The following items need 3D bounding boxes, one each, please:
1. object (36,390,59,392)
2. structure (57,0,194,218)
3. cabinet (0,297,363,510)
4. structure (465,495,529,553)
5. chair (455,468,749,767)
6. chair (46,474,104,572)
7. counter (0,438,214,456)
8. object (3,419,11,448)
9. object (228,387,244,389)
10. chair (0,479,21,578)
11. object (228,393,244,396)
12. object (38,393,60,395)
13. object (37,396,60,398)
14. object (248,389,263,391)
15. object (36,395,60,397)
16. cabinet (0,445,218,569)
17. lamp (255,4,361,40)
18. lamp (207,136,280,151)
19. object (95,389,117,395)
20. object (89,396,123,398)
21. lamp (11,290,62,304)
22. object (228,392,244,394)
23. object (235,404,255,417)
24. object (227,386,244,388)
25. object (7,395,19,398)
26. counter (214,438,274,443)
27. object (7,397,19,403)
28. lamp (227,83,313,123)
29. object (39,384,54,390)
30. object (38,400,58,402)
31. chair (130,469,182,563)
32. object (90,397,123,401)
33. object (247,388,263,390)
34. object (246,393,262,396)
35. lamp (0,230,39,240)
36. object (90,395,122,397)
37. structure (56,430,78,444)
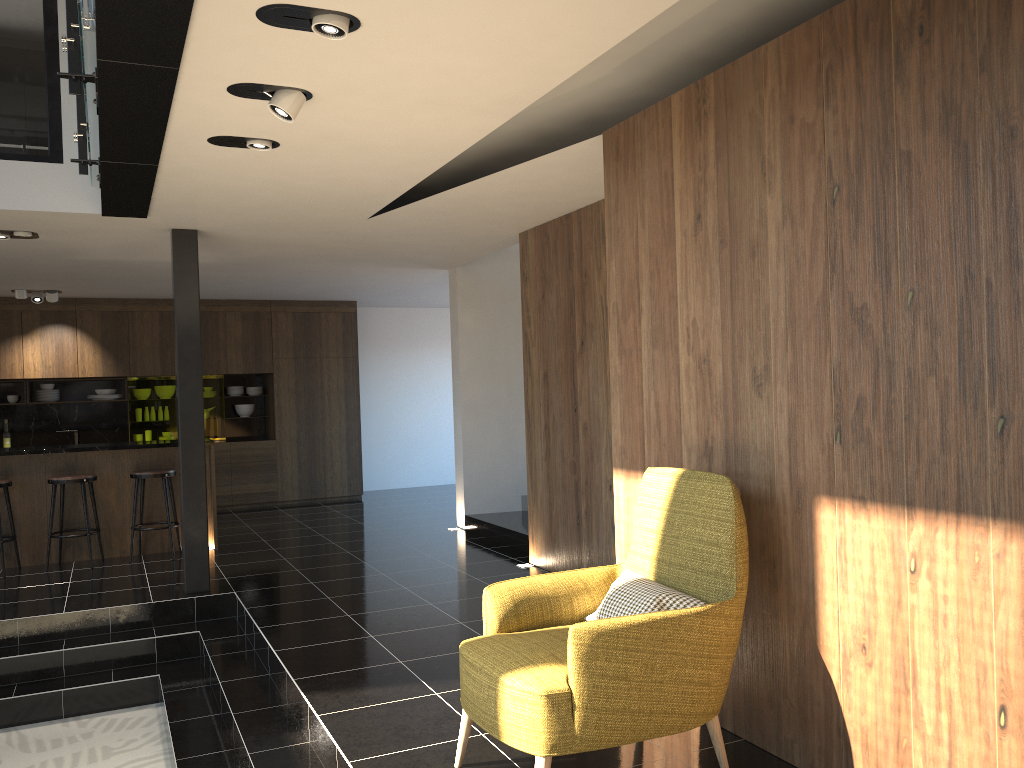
[{"bbox_3d":[-5.813,0.097,11.099,0.269,0.024,0.269,-2,0,14],"label":"object"},{"bbox_3d":[-2.238,0.042,2.133,3.447,4.869,7.280,-2,0,-25],"label":"structure"},{"bbox_3d":[-5.380,0.320,11.037,6.891,2.690,0.869,-2,0,-25],"label":"cabinet"},{"bbox_3d":[1.746,-0.090,6.457,1.963,3.018,6.663,-2,0,-25],"label":"structure"},{"bbox_3d":[0.332,0.896,3.303,1.030,1.097,0.807,-2,0,-26],"label":"chair"},{"bbox_3d":[-3.851,1.206,7.799,0.412,0.799,0.412,-2,0,-15],"label":"chair"},{"bbox_3d":[-4.582,0.612,7.958,3.573,0.041,0.698,-2,0,-25],"label":"counter"},{"bbox_3d":[-6.228,0.634,10.928,0.077,0.395,0.077,-2,1,17],"label":"object"},{"bbox_3d":[-3.734,0.065,11.961,0.220,0.033,0.220,-2,0,-15],"label":"object"},{"bbox_3d":[-4.451,1.225,7.524,0.412,0.799,0.412,-2,0,-15],"label":"chair"},{"bbox_3d":[-3.731,0.147,11.962,0.220,0.033,0.220,-2,0,-15],"label":"object"},{"bbox_3d":[-5.812,0.132,11.099,0.269,0.024,0.269,-2,0,14],"label":"object"},{"bbox_3d":[-5.811,0.170,11.099,0.269,0.024,0.269,-2,0,14],"label":"object"},{"bbox_3d":[-3.502,0.092,12.067,0.220,0.033,0.220,-2,0,-41],"label":"object"},{"bbox_3d":[-5.811,0.159,11.099,0.269,0.024,0.269,-2,0,14],"label":"object"},{"bbox_3d":[-4.563,1.130,7.963,3.563,0.994,0.698,-2,0,-25],"label":"cabinet"},{"bbox_3d":[-0.679,-1.265,2.963,0.346,0.177,0.195,-2,0,-25],"label":"lamp"},{"bbox_3d":[-1.324,-1.247,4.374,0.346,0.158,0.195,-2,0,-25],"label":"lamp"},{"bbox_3d":[-5.181,0.114,11.314,0.254,0.088,0.254,-2,0,1],"label":"object"},{"bbox_3d":[-5.176,0.176,11.314,0.438,0.039,0.438,-2,0,12],"label":"object"},{"bbox_3d":[-5.318,-1.047,9.925,0.501,0.280,0.349,-2,0,-25],"label":"lamp"},{"bbox_3d":[-3.732,0.134,11.962,0.220,0.033,0.220,-2,0,-15],"label":"object"},{"bbox_3d":[-3.619,0.364,12.022,0.264,0.170,0.264,-2,0,40],"label":"object"},{"bbox_3d":[-3.734,0.053,11.961,0.220,0.033,0.220,-2,0,-15],"label":"object"},{"bbox_3d":[-6.123,0.177,10.880,0.122,0.072,0.122,-2,0,1],"label":"object"},{"bbox_3d":[-5.364,0.806,11.048,4.590,0.005,0.862,-2,0,-25],"label":"counter"},{"bbox_3d":[-6.122,0.202,10.880,0.122,0.072,0.122,-2,0,1],"label":"object"},{"bbox_3d":[-1.000,-1.216,3.668,0.346,0.247,0.195,-2,0,-25],"label":"lamp"},{"bbox_3d":[-5.817,0.045,11.096,0.168,0.087,0.168,-2,0,-5],"label":"object"},{"bbox_3d":[-5.809,0.215,11.100,0.269,0.024,0.269,-2,0,14],"label":"object"},{"bbox_3d":[-3.251,1.188,8.073,0.412,0.799,0.412,-2,0,-15],"label":"chair"},{"bbox_3d":[-5.175,0.189,11.315,0.438,0.039,0.438,-2,0,12],"label":"object"},{"bbox_3d":[-3.502,0.081,12.067,0.220,0.033,0.220,-2,0,-41],"label":"object"},{"bbox_3d":[-3.500,0.140,12.067,0.220,0.033,0.220,-2,0,-41],"label":"object"},{"bbox_3d":[-3.761,-1.156,6.511,0.501,0.195,0.349,-2,0,-24],"label":"lamp"},{"bbox_3d":[-5.176,0.161,11.314,0.438,0.039,0.438,-2,0,12],"label":"object"},{"bbox_3d":[-5.443,0.690,10.858,0.242,0.231,0.173,-2,0,-25],"label":"structure"}]
